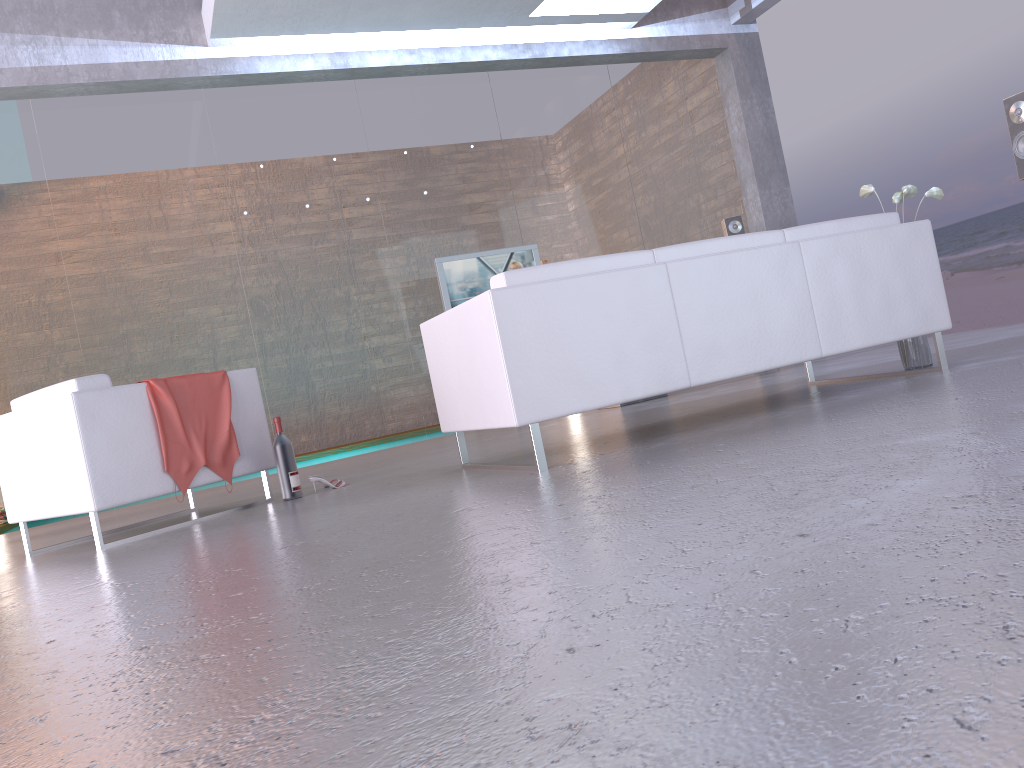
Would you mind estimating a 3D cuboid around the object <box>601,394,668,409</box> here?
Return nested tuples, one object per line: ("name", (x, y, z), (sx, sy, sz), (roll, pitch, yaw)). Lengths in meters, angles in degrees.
("object", (0.926, -0.064, 7.453), (0.514, 0.459, 0.604), (-12, 0, -22))

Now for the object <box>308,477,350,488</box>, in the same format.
("object", (-0.970, 0.519, 4.738), (0.235, 0.087, 0.079), (-12, 0, -44))

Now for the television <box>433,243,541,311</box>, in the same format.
("television", (-0.170, -0.890, 8.030), (1.000, 0.644, 0.054), (-12, 0, -22))

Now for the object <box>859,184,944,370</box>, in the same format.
("object", (2.205, -0.627, 4.800), (0.400, 1.051, 0.387), (-12, 0, 16))

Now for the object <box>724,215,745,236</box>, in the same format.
("object", (2.219, -0.847, 8.403), (0.244, 1.469, 0.444), (-12, 0, 3))

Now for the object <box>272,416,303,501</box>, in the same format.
("object", (-1.183, 0.385, 4.617), (0.109, 0.435, 0.109), (-12, 0, 5))

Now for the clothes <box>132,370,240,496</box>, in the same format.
("clothes", (-1.631, 0.253, 4.471), (0.254, 0.604, 0.574), (-12, 0, 38))

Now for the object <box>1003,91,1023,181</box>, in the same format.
("object", (3.056, -0.961, 4.940), (0.333, 1.363, 0.243), (-12, 0, -16))

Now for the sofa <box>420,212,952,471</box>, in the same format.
("sofa", (0.854, -0.230, 4.358), (2.353, 0.824, 1.026), (-12, 0, -22))

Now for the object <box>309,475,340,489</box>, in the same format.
("object", (-1.035, 0.532, 4.922), (0.079, 0.087, 0.235), (-12, 0, 35))

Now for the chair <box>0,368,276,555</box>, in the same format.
("chair", (-1.956, 0.356, 4.651), (0.936, 0.808, 1.026), (-12, 0, 38))
